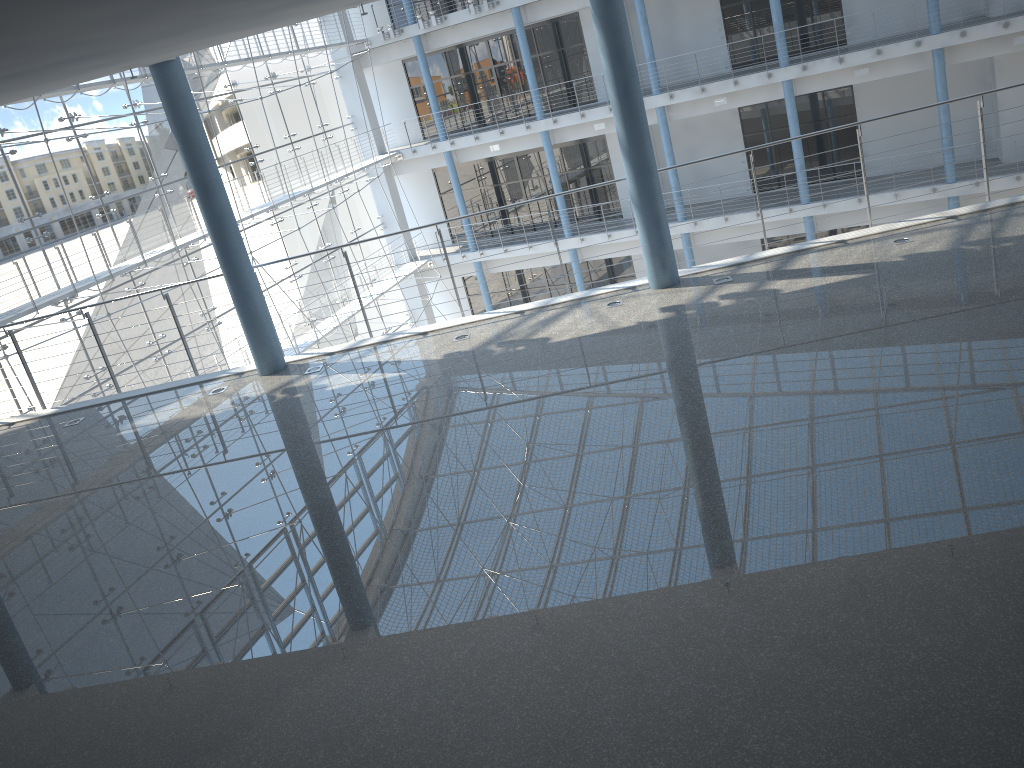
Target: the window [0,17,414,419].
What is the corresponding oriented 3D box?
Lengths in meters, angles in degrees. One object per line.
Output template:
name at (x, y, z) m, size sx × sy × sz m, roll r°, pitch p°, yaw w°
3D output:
window at (-1.319, -0.681, 2.630) m, size 0.010 × 2.720 × 3.937 m, roll -7°, pitch 20°, yaw 24°
